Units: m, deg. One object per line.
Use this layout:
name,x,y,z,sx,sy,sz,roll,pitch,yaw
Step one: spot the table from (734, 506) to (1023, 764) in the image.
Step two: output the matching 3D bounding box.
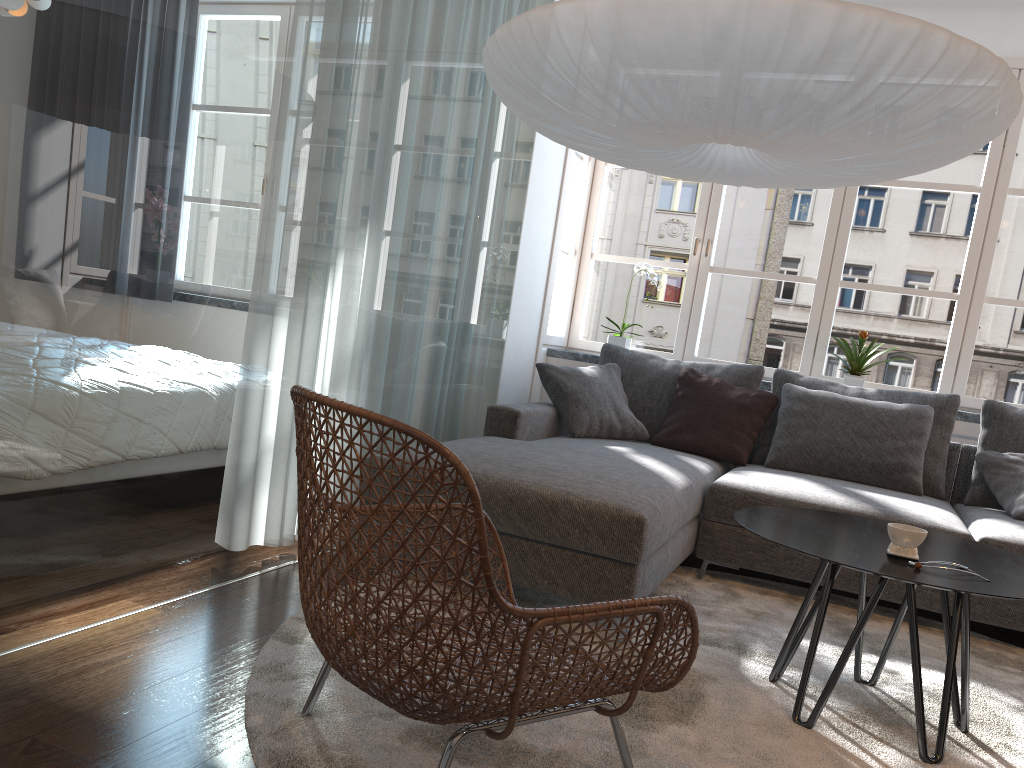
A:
table,0.970,0.653,2.322,0.842,0.476,0.845,10,5,23

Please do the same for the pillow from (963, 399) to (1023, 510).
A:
pillow,2.419,0.364,3.762,0.832,0.481,0.274,10,7,21

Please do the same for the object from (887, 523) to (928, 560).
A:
object,0.949,0.385,2.147,0.091,0.070,0.139,12,5,33

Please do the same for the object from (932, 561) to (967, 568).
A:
object,1.033,0.429,2.111,0.124,0.010,0.025,8,4,-13

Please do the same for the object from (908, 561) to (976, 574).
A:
object,1.005,0.425,2.061,0.164,0.016,0.025,8,5,-4

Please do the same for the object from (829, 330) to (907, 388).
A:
object,1.779,-0.106,4.473,0.376,0.331,0.320,8,6,-4

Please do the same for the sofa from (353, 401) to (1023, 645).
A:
sofa,1.264,0.539,3.303,3.053,0.677,2.034,10,4,21

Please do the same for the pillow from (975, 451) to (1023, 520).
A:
pillow,2.211,0.403,3.589,0.492,0.324,0.441,9,5,3

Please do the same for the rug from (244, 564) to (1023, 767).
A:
rug,0.782,0.862,2.308,2.836,0.012,2.817,8,3,1

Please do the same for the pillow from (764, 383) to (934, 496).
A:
pillow,1.515,0.242,3.968,0.663,0.401,0.291,10,6,21

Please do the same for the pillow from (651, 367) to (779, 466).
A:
pillow,0.954,0.147,4.156,0.518,0.407,0.310,10,6,23

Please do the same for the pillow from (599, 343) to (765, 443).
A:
pillow,0.781,0.083,4.387,0.832,0.482,0.274,10,7,21

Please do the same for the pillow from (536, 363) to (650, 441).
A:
pillow,0.388,0.073,4.219,0.516,0.362,0.343,6,6,-30

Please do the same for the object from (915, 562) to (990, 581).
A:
object,1.008,0.429,2.019,0.167,0.015,0.014,9,6,8

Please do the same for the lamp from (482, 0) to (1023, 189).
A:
lamp,0.630,-0.748,2.562,1.473,0.212,1.455,6,4,-32

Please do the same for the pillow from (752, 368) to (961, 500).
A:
pillow,1.584,0.218,4.092,0.835,0.479,0.276,10,7,21

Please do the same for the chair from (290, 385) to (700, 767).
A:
chair,-0.095,0.399,1.742,0.687,0.715,0.711,4,7,-36
